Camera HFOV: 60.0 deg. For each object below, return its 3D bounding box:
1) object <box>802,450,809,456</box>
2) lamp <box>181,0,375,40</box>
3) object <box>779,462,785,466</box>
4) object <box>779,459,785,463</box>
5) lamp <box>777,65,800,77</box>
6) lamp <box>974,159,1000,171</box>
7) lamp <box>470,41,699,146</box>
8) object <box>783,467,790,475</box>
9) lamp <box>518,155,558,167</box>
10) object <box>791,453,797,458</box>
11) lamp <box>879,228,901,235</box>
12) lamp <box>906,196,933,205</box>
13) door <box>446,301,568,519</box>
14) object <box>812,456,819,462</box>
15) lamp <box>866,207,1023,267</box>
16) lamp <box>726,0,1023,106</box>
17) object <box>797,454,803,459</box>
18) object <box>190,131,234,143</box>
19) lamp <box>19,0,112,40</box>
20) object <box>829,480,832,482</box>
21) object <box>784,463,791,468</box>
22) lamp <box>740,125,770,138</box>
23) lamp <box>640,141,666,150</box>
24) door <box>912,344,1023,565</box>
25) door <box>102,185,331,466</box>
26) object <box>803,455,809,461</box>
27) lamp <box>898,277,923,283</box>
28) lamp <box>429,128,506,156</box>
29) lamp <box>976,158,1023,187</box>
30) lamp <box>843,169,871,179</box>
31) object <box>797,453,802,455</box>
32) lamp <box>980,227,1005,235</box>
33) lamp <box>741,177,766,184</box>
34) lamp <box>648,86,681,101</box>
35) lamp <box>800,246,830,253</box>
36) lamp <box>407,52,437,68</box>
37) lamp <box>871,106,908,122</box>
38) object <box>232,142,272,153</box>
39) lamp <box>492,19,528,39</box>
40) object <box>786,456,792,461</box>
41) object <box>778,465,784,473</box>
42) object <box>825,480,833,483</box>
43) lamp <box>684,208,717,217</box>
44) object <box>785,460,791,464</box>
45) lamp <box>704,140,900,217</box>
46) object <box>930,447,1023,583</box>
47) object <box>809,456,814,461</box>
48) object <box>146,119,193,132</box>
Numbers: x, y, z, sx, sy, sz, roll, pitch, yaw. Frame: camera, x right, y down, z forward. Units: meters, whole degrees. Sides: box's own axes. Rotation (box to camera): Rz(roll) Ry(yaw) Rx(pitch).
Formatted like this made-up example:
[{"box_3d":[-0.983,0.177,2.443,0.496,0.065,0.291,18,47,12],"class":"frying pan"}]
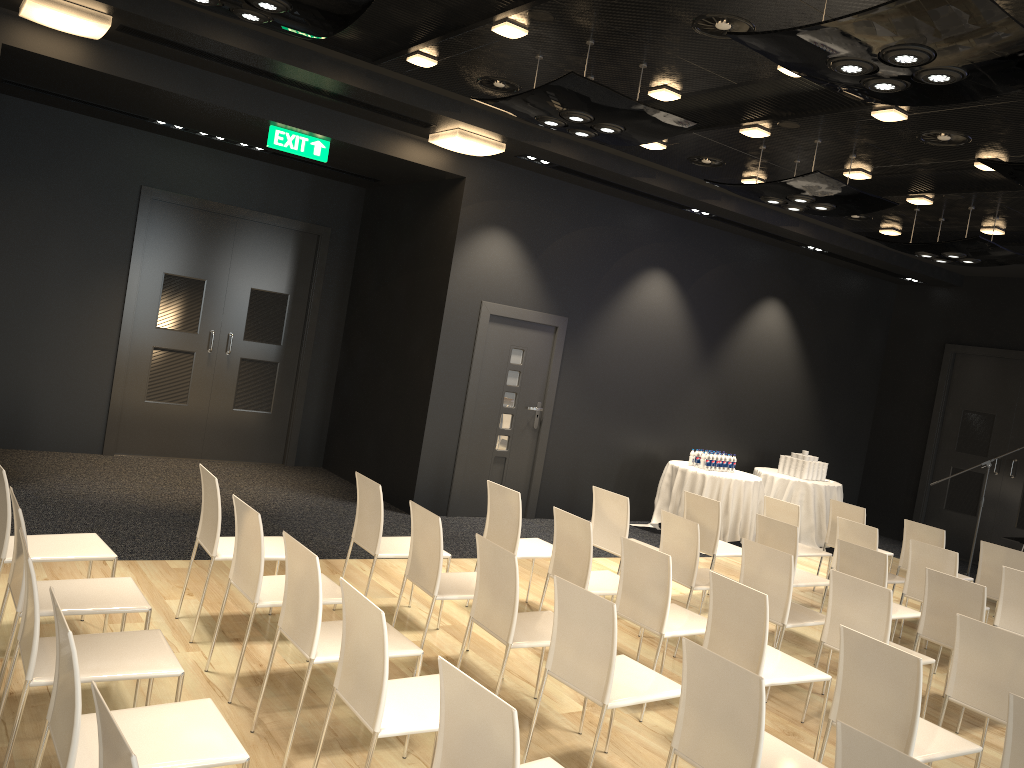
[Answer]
[{"box_3d":[3.554,0.857,10.752,0.075,0.091,0.075,8,3,-35],"class":"object"},{"box_3d":[-1.355,-2.114,4.422,1.097,0.436,1.097,8,3,-35],"class":"lamp"},{"box_3d":[3.283,0.999,10.799,0.075,0.091,0.075,8,3,-35],"class":"object"},{"box_3d":[3.290,0.957,10.797,0.075,0.091,0.075,8,3,-35],"class":"object"},{"box_3d":[1.663,-1.836,5.165,0.159,0.049,0.159,8,3,-35],"class":"lamp"},{"box_3d":[3.486,-1.592,6.460,0.159,0.049,0.159,8,3,-35],"class":"lamp"},{"box_3d":[0.469,-1.870,5.717,1.097,0.436,1.097,8,3,-35],"class":"lamp"},{"box_3d":[3.325,1.050,10.731,0.075,0.091,0.075,8,3,-35],"class":"object"},{"box_3d":[0.249,-2.098,8.291,0.389,0.028,0.166,8,3,-35],"class":"lamp"},{"box_3d":[3.425,0.886,10.774,0.075,0.091,0.075,8,3,-35],"class":"object"},{"box_3d":[4.073,-1.637,9.551,0.159,0.049,0.159,8,3,-35],"class":"lamp"},{"box_3d":[3.635,-1.634,7.905,0.159,0.049,0.159,8,3,-35],"class":"lamp"},{"box_3d":[-0.055,0.302,9.088,1.090,2.163,0.163,8,3,-35],"class":"door"},{"box_3d":[3.666,0.927,10.735,0.075,0.091,0.075,8,3,-35],"class":"object"},{"box_3d":[4.116,-1.382,8.307,1.097,0.436,1.097,8,3,-35],"class":"lamp"},{"box_3d":[1.722,-1.577,3.898,1.097,0.436,1.097,8,3,-35],"class":"lamp"},{"box_3d":[3.474,0.897,10.704,0.075,0.091,0.075,8,3,-35],"class":"object"},{"box_3d":[-2.880,-2.390,8.528,0.389,0.028,0.166,8,3,-35],"class":"object"},{"box_3d":[-3.013,-2.493,5.982,0.499,0.153,0.499,8,3,-35],"class":"lamp"},{"box_3d":[3.867,1.174,10.782,0.023,0.019,0.110,10,3,12],"class":"object"},{"box_3d":[3.331,1.010,10.729,0.075,0.091,0.075,8,3,-35],"class":"object"},{"box_3d":[1.811,-1.878,6.610,0.159,0.049,0.159,8,3,-35],"class":"lamp"},{"box_3d":[1.194,-2.023,7.507,0.159,0.049,0.159,8,3,-35],"class":"lamp"},{"box_3d":[6.216,0.960,11.128,0.190,2.751,2.037,8,3,-35],"class":"door"},{"box_3d":[-3.145,-0.529,9.574,2.037,2.751,0.190,8,3,-35],"class":"door"},{"box_3d":[3.522,0.908,10.633,0.075,0.091,0.075,8,3,-35],"class":"object"},{"box_3d":[5.388,-1.410,11.940,0.389,0.028,0.166,8,3,-35],"class":"lamp"},{"box_3d":[-0.397,-2.143,7.839,0.499,0.153,0.499,8,3,-35],"class":"lamp"},{"box_3d":[3.545,-1.333,5.193,1.097,0.436,1.097,8,3,-35],"class":"lamp"},{"box_3d":[2.867,-1.737,7.360,0.159,0.049,0.159,8,3,-35],"class":"lamp"},{"box_3d":[3.497,0.895,10.825,0.075,0.091,0.075,8,3,-35],"class":"object"},{"box_3d":[4.691,-1.492,8.655,0.159,0.049,0.159,8,3,-35],"class":"lamp"},{"box_3d":[2.250,-1.881,8.256,0.159,0.049,0.159,8,3,-35],"class":"lamp"},{"box_3d":[1.043,-1.981,6.065,0.159,0.049,0.159,8,3,-35],"class":"lamp"},{"box_3d":[3.665,-1.640,10.717,0.389,0.028,0.166,8,3,-35],"class":"lamp"},{"box_3d":[-0.630,-2.267,6.212,0.159,0.049,0.159,8,3,-35],"class":"lamp"},{"box_3d":[2.431,-1.733,5.710,0.159,0.049,0.159,8,3,-35],"class":"lamp"},{"box_3d":[-2.562,-2.348,8.754,0.389,0.028,0.166,8,3,-35],"class":"object"},{"box_3d":[-0.012,-2.122,5.315,0.159,0.049,0.159,8,3,-35],"class":"lamp"},{"box_3d":[3.345,0.927,10.725,0.075,0.091,0.075,8,3,-35],"class":"object"},{"box_3d":[3.276,1.039,10.801,0.075,0.091,0.075,8,3,-35],"class":"object"},{"box_3d":[3.840,1.179,10.773,0.139,0.003,0.168,11,3,35],"class":"object"},{"box_3d":[2.035,-1.859,9.559,0.389,0.028,0.166,8,3,-35],"class":"lamp"},{"box_3d":[3.338,0.969,10.727,0.075,0.091,0.075,8,3,-35],"class":"object"},{"box_3d":[2.293,-1.626,7.012,1.097,0.436,1.097,8,3,-35],"class":"lamp"},{"box_3d":[5.037,1.348,9.624,0.687,1.730,0.734,8,3,-32],"class":"object"},{"box_3d":[3.594,0.918,10.684,0.075,0.091,0.075,8,3,-35],"class":"object"},{"box_3d":[-3.199,-2.433,8.302,0.389,0.028,0.166,8,3,-35],"class":"object"}]
